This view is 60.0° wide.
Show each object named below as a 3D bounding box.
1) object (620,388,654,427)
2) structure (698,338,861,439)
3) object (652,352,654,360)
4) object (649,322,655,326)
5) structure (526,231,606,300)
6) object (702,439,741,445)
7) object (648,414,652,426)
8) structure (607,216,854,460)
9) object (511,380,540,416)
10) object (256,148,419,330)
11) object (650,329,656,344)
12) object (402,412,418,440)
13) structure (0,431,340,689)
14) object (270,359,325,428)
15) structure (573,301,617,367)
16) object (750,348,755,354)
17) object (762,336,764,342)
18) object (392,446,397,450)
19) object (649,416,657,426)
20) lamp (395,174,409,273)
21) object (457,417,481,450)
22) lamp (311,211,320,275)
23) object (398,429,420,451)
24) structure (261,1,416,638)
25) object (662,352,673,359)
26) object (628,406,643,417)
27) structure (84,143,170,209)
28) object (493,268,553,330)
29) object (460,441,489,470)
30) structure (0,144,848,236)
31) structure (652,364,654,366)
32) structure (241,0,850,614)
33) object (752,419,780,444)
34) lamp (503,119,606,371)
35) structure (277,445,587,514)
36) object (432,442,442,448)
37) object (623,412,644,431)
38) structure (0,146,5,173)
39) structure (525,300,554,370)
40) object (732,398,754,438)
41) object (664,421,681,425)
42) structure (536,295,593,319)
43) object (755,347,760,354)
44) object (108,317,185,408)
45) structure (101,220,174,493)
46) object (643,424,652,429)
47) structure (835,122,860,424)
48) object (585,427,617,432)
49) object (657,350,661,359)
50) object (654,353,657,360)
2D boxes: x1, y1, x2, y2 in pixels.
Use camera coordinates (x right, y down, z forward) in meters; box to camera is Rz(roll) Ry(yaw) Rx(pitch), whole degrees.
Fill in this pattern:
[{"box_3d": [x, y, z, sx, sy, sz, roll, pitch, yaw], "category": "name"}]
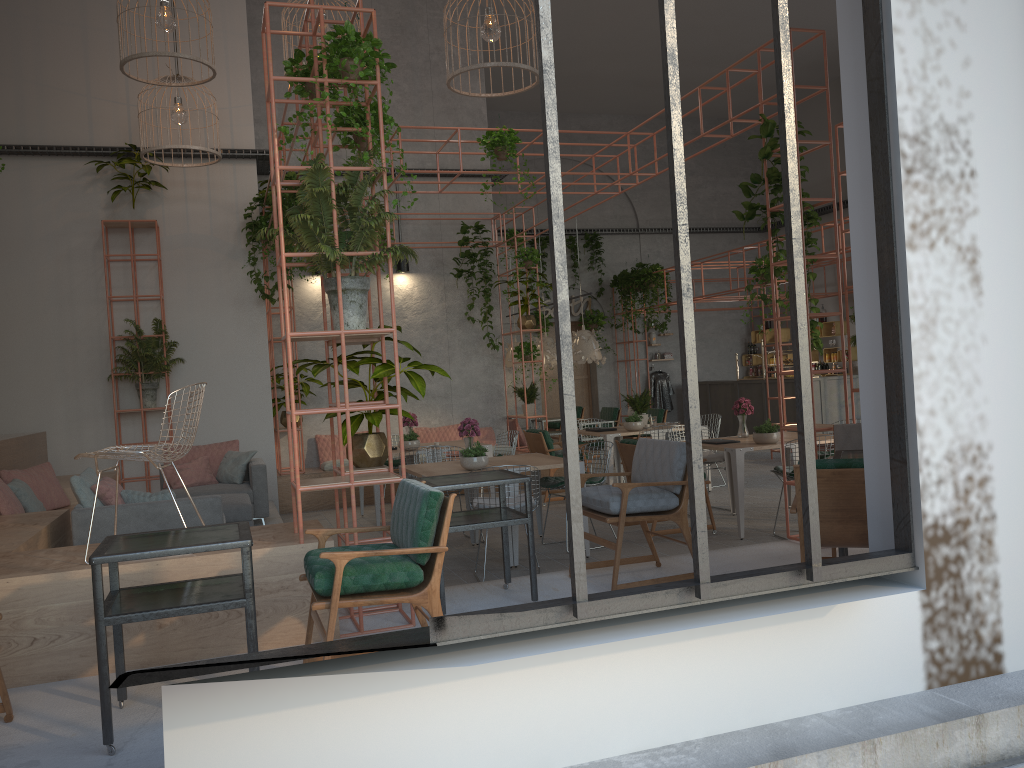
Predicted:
[{"box_3d": [1.637, 0.305, 11.406, 0.438, 0.527, 0.368, -4, 0, -18], "category": "object"}, {"box_3d": [5.723, 0.082, 18.207, 2.579, 2.022, 4.057, -4, 0, -18], "category": "structure"}, {"box_3d": [3.166, -0.628, 19.940, 0.055, 0.164, 0.092, -4, 0, 0], "category": "object"}, {"box_3d": [3.141, -1.367, 19.917, 0.133, 0.145, 0.133, -3, 1, 34], "category": "object"}, {"box_3d": [1.123, -2.537, 19.267, 1.939, 1.514, 0.856, -4, 1, -24], "category": "structure"}, {"box_3d": [2.030, 0.576, 8.771, 0.268, 0.031, 0.427, -4, 0, -18], "category": "object"}, {"box_3d": [1.758, 0.482, 11.852, 0.165, 0.154, 0.210, -4, 1, -28], "category": "object"}, {"box_3d": [6.204, -0.717, 13.424, 4.157, 4.247, 14.689, -4, 0, -18], "category": "structure"}, {"box_3d": [0.224, 0.207, 13.021, 0.438, 0.527, 0.368, -4, 0, -18], "category": "object"}, {"box_3d": [-0.986, -0.859, 5.221, 0.894, 1.101, 0.900, -3, 1, 36], "category": "object"}, {"box_3d": [3.164, -1.065, 19.929, 0.136, 0.336, 0.145, -4, 0, -4], "category": "object"}, {"box_3d": [-1.245, 0.551, 10.837, 0.213, 0.414, 0.225, -4, 1, -26], "category": "object"}, {"box_3d": [-3.391, 1.017, 6.834, 3.396, 1.111, 9.152, -4, 0, -18], "category": "structure"}, {"box_3d": [-2.989, 0.126, 11.912, 0.934, 0.919, 0.903, -3, 1, 43], "category": "object"}, {"box_3d": [1.725, -1.106, 19.659, 0.950, 1.527, 0.921, -4, 0, -20], "category": "structure"}, {"box_3d": [5.517, -0.759, 20.349, 0.115, 0.147, 0.115, -3, 1, 27], "category": "object"}, {"box_3d": [5.676, -1.004, 19.872, 0.123, 0.142, 0.141, -4, 0, -18], "category": "object"}, {"box_3d": [-1.531, 0.764, 10.531, 0.268, 0.031, 0.427, -4, 0, -18], "category": "object"}, {"box_3d": [1.858, 0.490, 11.660, 0.095, 0.119, 0.095, -4, 0, 6], "category": "object"}, {"box_3d": [-1.632, -2.344, 12.912, 0.179, 1.425, 0.185, -4, 0, -18], "category": "lamp"}, {"box_3d": [-0.392, 0.518, 8.233, 0.213, 0.414, 0.225, -4, 1, -26], "category": "object"}, {"box_3d": [-2.778, -2.268, 12.535, 0.179, 1.425, 0.185, -4, 0, -18], "category": "lamp"}, {"box_3d": [-1.174, 0.637, 10.108, 0.248, 0.247, 0.254, -4, 0, -18], "category": "object"}, {"box_3d": [-0.927, -0.376, 5.112, 0.748, 3.623, 0.722, -4, 0, -18], "category": "structure"}, {"box_3d": [3.517, -0.638, 20.043, 0.219, 0.149, 0.129, -4, 0, -18], "category": "object"}, {"box_3d": [1.651, 0.419, 11.734, 0.241, 0.313, 0.241, -3, 1, 27], "category": "object"}, {"box_3d": [-4.616, -2.539, 10.799, 0.934, 0.803, 0.903, -3, 1, 43], "category": "structure"}, {"box_3d": [0.254, -1.265, 12.963, 0.934, 0.947, 0.903, -3, 1, 33], "category": "object"}, {"box_3d": [-0.322, 0.603, 7.510, 0.247, 0.247, 0.252, -4, 0, -18], "category": "object"}, {"box_3d": [1.124, -3.248, 11.494, 15.603, 0.110, 15.203, -4, 0, -18], "category": "structure"}, {"box_3d": [3.184, -0.436, 19.998, 0.066, 0.044, 0.019, -4, 0, -18], "category": "structure"}, {"box_3d": [-1.484, -0.780, 12.581, 4.501, 4.345, 14.096, -4, 0, -19], "category": "structure"}, {"box_3d": [2.388, 0.449, 8.349, 0.247, 0.247, 0.252, -4, 0, -18], "category": "object"}, {"box_3d": [0.522, -2.290, 16.248, 0.704, 4.052, 4.456, -4, 0, -18], "category": "lamp"}, {"box_3d": [-1.894, 1.361, 15.082, 4.386, 0.500, 5.831, -4, 0, -18], "category": "structure"}, {"box_3d": [-0.881, 0.704, 10.368, 0.115, 0.078, 0.115, -4, 0, -12], "category": "object"}, {"box_3d": [1.503, 0.459, 10.987, 0.248, 0.247, 0.254, -4, 0, -18], "category": "object"}, {"box_3d": [-4.584, -2.331, 7.168, 0.670, 1.290, 1.434, -4, 0, -18], "category": "structure"}, {"box_3d": [0.485, -1.044, 19.207, 0.921, 1.527, 0.950, -4, 0, 15], "category": "structure"}, {"box_3d": [2.388, 0.346, 9.146, 0.213, 0.414, 0.225, -4, 1, -26], "category": "object"}, {"box_3d": [2.098, 0.515, 11.618, 0.218, 0.041, 0.218, -4, 0, -10], "category": "object"}, {"box_3d": [1.138, -1.699, 19.373, 1.312, 0.505, 0.063, -4, 0, -18], "category": "structure"}, {"box_3d": [5.641, -0.768, 20.390, 0.115, 0.147, 0.115, -3, 1, 27], "category": "object"}, {"box_3d": [-4.486, -0.254, 10.858, 0.894, 1.097, 0.900, -4, 0, 11], "category": "object"}, {"box_3d": [-4.578, -0.193, 10.930, 0.624, 3.596, 0.424, -4, 0, -18], "category": "structure"}, {"box_3d": [1.712, 0.532, 11.220, 0.115, 0.078, 0.115, -4, 0, -12], "category": "object"}, {"box_3d": [3.258, -0.463, 7.575, 0.624, 3.602, 0.424, -4, 0, -18], "category": "structure"}, {"box_3d": [1.145, 0.586, 11.411, 0.268, 0.031, 0.427, -4, 0, -18], "category": "object"}, {"box_3d": [3.311, -0.657, 19.975, 0.081, 0.204, 0.081, -4, 0, -18], "category": "object"}, {"box_3d": [3.234, -0.626, 19.941, 0.063, 0.151, 0.063, -4, 1, -32], "category": "object"}]
